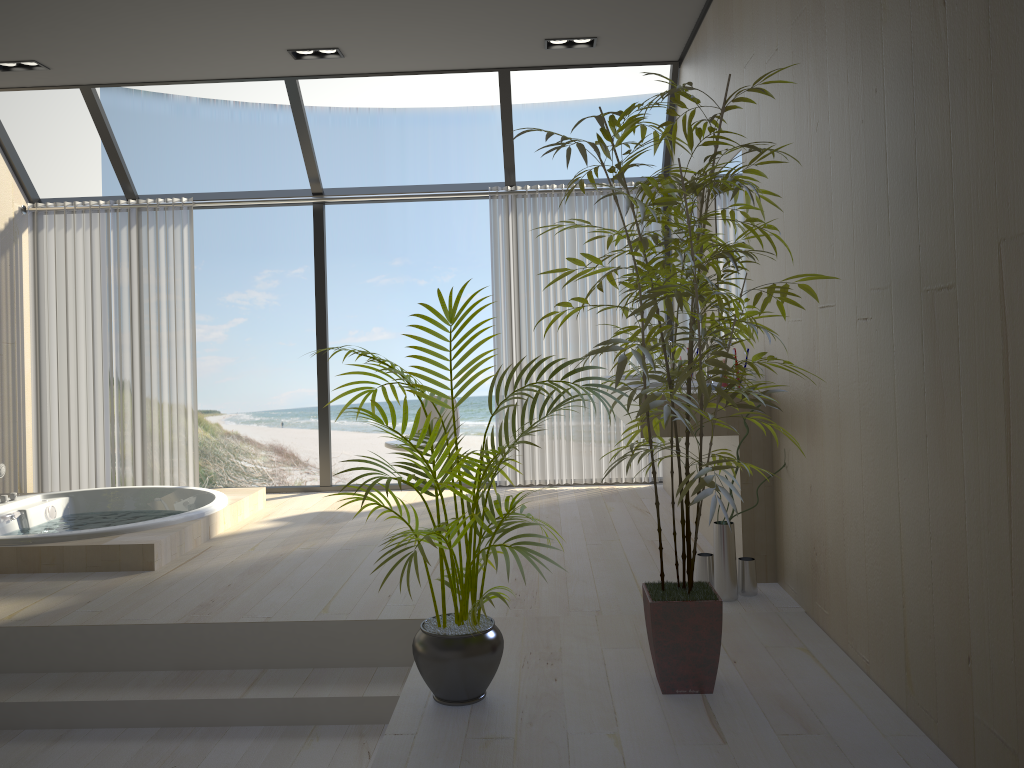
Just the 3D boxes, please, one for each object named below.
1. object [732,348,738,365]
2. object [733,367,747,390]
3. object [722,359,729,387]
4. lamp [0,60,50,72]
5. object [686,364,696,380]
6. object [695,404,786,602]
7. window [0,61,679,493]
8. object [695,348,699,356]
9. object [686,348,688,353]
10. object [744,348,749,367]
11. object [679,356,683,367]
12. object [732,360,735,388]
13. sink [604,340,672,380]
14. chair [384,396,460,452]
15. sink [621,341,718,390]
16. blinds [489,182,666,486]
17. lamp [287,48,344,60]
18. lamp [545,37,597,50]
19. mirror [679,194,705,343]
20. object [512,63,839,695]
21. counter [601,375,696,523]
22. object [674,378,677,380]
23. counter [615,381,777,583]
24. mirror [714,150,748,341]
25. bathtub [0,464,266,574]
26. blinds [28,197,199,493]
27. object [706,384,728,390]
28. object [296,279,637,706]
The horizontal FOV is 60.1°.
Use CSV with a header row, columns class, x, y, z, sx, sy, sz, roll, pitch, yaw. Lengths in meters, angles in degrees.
class,x,y,z,sx,sy,sz,roll,pitch,yaw
object,0.941,-0.062,3.716,0.012,0.178,0.050,-3,-1,41
object,0.962,-0.021,3.737,0.058,0.100,0.058,-2,0,12
object,0.917,-0.041,3.828,0.039,0.135,0.039,-2,-1,43
lamp,-2.955,-1.953,5.295,0.301,0.112,0.164,-2,1,2
object,1.004,-0.072,4.943,0.058,0.100,0.058,-2,0,9
object,0.916,0.451,3.458,0.407,0.750,0.273,-2,-1,-10
window,-1.173,-0.639,5.989,4.559,2.817,0.744,-2,-1,2
object,1.017,-0.113,4.936,0.054,0.175,0.012,-2,-1,27
object,0.983,-0.113,4.921,0.012,0.178,0.050,-3,-1,41
object,0.975,-0.062,3.731,0.054,0.175,0.012,-2,-1,27
object,0.959,-0.092,5.033,0.039,0.135,0.039,-1,-1,-39
object,0.987,-0.046,3.919,0.039,0.135,0.039,-2,-1,43
sink,0.808,-0.056,5.380,0.504,0.419,0.574,-2,1,5
chair,-0.570,0.261,5.795,0.369,0.347,0.454,-1,1,30
sink,0.766,-0.005,4.174,0.504,0.419,0.574,-2,1,5
blinds,0.461,-0.350,6.120,1.182,2.072,0.084,-2,-1,2
lamp,-1.159,-2.003,5.233,0.301,0.112,0.164,-2,1,2
lamp,0.340,-2.045,5.181,0.301,0.112,0.164,-2,1,2
mirror,1.080,-0.683,5.331,0.023,0.869,0.653,-2,0,2
object,0.531,-0.008,2.545,0.786,1.758,0.935,-2,0,27
counter,0.869,0.356,5.404,0.550,0.791,1.205,-2,1,2
object,0.914,-0.038,4.967,0.104,0.029,0.032,0,2,42
counter,0.827,0.407,4.199,0.550,0.791,1.205,-2,1,2
mirror,1.071,-0.639,4.294,0.023,0.869,0.653,-2,0,2
bathtub,-2.533,0.800,4.945,1.821,0.699,1.648,-2,2,2
blinds,-2.791,-0.259,6.232,1.182,2.072,0.084,-2,-1,2
object,0.872,0.013,3.761,0.104,0.029,0.032,0,2,42
object,-0.210,0.302,2.524,0.915,1.158,0.751,-2,0,36
